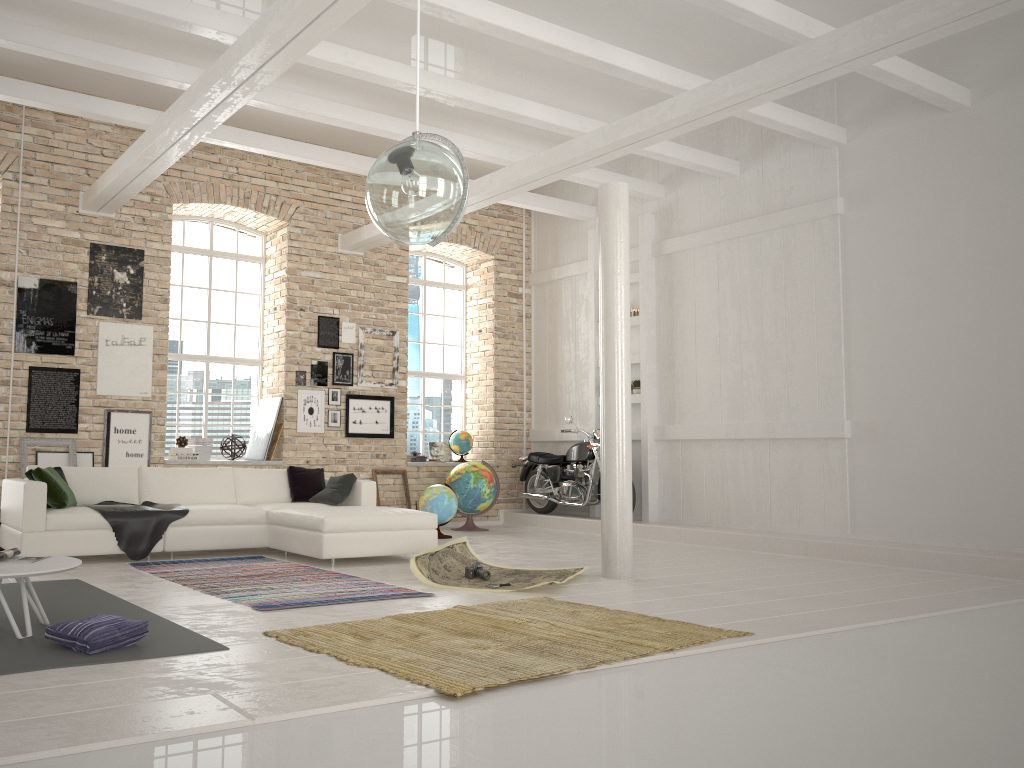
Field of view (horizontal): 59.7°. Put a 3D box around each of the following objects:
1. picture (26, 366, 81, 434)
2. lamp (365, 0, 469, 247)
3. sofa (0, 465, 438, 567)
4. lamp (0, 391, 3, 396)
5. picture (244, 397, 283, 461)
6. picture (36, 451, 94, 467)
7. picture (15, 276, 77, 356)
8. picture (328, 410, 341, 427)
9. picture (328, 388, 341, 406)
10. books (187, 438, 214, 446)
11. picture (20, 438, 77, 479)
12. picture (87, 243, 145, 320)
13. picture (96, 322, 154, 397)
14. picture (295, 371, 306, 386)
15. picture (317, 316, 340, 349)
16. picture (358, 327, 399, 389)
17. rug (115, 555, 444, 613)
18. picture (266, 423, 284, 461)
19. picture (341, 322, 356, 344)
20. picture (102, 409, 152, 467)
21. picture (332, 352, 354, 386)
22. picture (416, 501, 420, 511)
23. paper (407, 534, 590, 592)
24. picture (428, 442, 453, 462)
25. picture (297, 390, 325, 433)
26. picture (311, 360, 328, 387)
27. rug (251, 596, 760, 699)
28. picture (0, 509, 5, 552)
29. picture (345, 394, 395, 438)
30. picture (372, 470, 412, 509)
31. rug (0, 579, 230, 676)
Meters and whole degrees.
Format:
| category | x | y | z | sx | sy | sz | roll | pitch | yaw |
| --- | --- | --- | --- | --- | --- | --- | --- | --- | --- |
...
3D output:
| category | x | y | z | sx | sy | sz | roll | pitch | yaw |
| --- | --- | --- | --- | --- | --- | --- | --- | --- | --- |
| picture | -4.753 | 0.170 | 9.237 | 0.479 | 0.681 | 0.069 | 4 | -6 | -34 |
| lamp | -0.459 | -1.441 | 4.338 | 0.480 | 1.599 | 0.524 | 2 | -5 | -22 |
| sofa | -2.593 | 1.161 | 7.895 | 3.075 | 0.842 | 2.310 | 4 | -6 | -35 |
| lamp | -4.676 | 0.568 | 7.239 | 1.004 | 1.776 | 0.450 | 0 | -5 | 0 |
| picture | -3.003 | 0.547 | 10.788 | 0.230 | 0.764 | 0.626 | 4 | -6 | -37 |
| picture | -4.594 | 0.980 | 9.170 | 0.540 | 0.568 | 0.156 | 4 | -6 | -35 |
| picture | -4.826 | -0.700 | 9.244 | 0.554 | 0.785 | 0.039 | 4 | -6 | -34 |
| picture | -2.187 | 0.425 | 10.966 | 0.165 | 0.213 | 0.012 | 4 | -6 | -34 |
| picture | -2.186 | 0.158 | 10.990 | 0.165 | 0.213 | 0.012 | 4 | -6 | -34 |
| books | -3.689 | 0.678 | 10.472 | 0.244 | 0.085 | 0.285 | -3 | -6 | 34 |
| picture | -4.686 | 0.838 | 9.032 | 0.510 | 0.582 | 0.301 | 4 | -6 | -35 |
| picture | -4.292 | -1.107 | 9.664 | 0.552 | 0.784 | 0.039 | 4 | -6 | -34 |
| picture | -4.182 | -0.260 | 9.642 | 0.553 | 0.785 | 0.039 | 4 | -6 | -34 |
| picture | -2.548 | -0.070 | 10.758 | 0.126 | 0.179 | 0.009 | 3 | -6 | -29 |
| picture | -2.262 | -0.636 | 11.000 | 0.277 | 0.394 | 0.020 | 4 | -6 | -34 |
| picture | -1.700 | -0.327 | 11.356 | 0.566 | 0.749 | 0.027 | 4 | -6 | -34 |
| rug | -1.844 | 1.441 | 6.597 | 1.319 | 0.008 | 2.854 | 4 | -6 | -38 |
| picture | -2.877 | 0.696 | 10.659 | 0.162 | 0.460 | 0.385 | 4 | -6 | -38 |
| picture | -2.044 | -0.640 | 11.156 | 0.182 | 0.259 | 0.013 | 4 | -6 | -34 |
| picture | -4.139 | 0.659 | 9.594 | 0.487 | 0.756 | 0.013 | 4 | -6 | -34 |
| picture | -2.096 | -0.184 | 11.070 | 0.274 | 0.409 | 0.011 | 4 | -6 | -34 |
| picture | -1.118 | 1.691 | 11.562 | 0.251 | 0.351 | 0.102 | 4 | -6 | -35 |
| paper | -0.035 | 1.339 | 6.727 | 1.109 | 0.265 | 1.402 | -1 | -5 | 18 |
| picture | -1.007 | 0.967 | 12.581 | 0.368 | 0.292 | 0.072 | 4 | -6 | -34 |
| picture | -2.433 | 0.333 | 10.798 | 0.343 | 0.514 | 0.014 | 4 | -6 | -34 |
| picture | -2.354 | -0.128 | 10.896 | 0.216 | 0.306 | 0.015 | 4 | -6 | -34 |
| rug | -0.016 | 1.290 | 4.633 | 2.055 | 0.021 | 1.640 | 5 | -6 | -42 |
| picture | -4.761 | 1.338 | 8.088 | 0.204 | 0.405 | 0.309 | -3 | -6 | 32 |
| picture | -1.789 | 0.412 | 11.233 | 0.670 | 0.535 | 0.033 | 4 | -6 | -34 |
| picture | -1.496 | 1.455 | 11.219 | 0.474 | 0.748 | 0.236 | 4 | -6 | -35 |
| rug | -2.760 | 1.282 | 4.890 | 1.347 | 0.041 | 2.891 | 4 | -6 | -38 |
